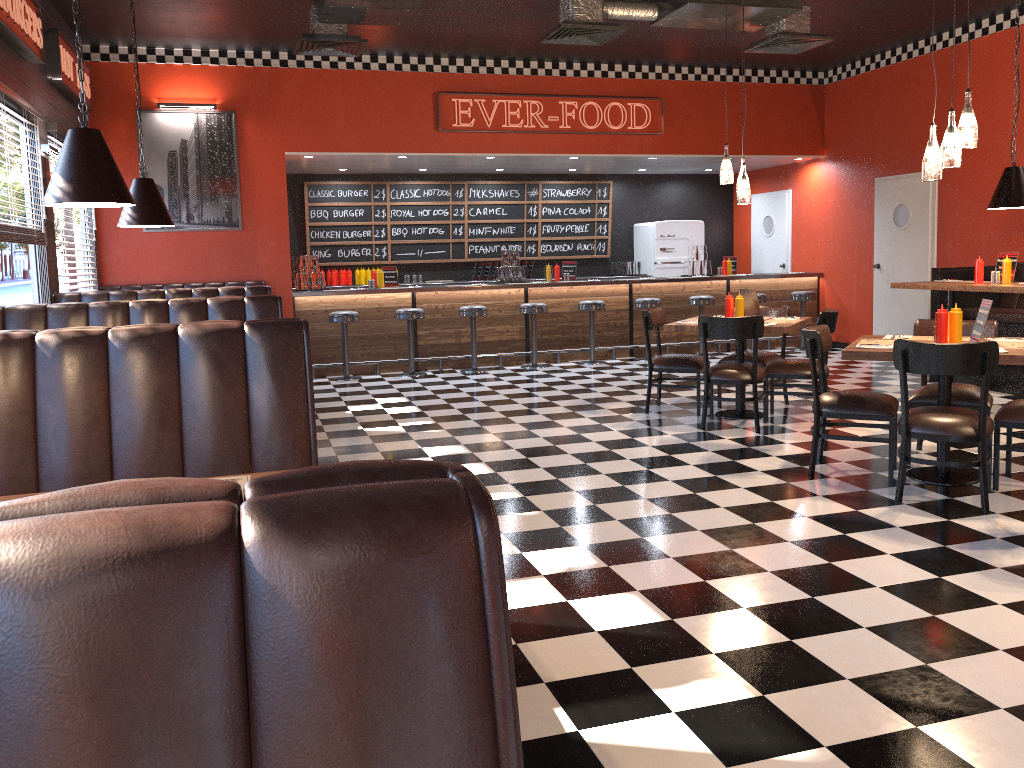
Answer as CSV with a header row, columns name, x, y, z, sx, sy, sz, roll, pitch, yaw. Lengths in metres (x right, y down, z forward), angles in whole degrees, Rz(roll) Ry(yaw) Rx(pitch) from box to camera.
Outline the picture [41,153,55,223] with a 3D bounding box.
name,x,y,z,sx,sy,sz,roll,pitch,yaw
picture,-3.740,-1.570,7.123,0.012,0.534,0.352,-3,7,-16

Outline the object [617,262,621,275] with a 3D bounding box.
name,x,y,z,sx,sy,sz,roll,pitch,yaw
object,1.643,-1.747,13.439,0.105,0.208,0.106,2,7,28

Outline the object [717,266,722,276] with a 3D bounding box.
name,x,y,z,sx,sy,sz,roll,pitch,yaw
object,2.854,-1.554,12.140,0.094,0.135,0.047,-4,7,-21

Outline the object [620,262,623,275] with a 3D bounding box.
name,x,y,z,sx,sy,sz,roll,pitch,yaw
object,1.662,-1.717,13.231,0.105,0.208,0.106,2,7,28

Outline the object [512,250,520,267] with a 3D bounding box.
name,x,y,z,sx,sy,sz,roll,pitch,yaw
object,0.051,-1.600,11.270,0.105,0.208,0.106,2,7,28

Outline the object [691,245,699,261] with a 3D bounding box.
name,x,y,z,sx,sy,sz,roll,pitch,yaw
object,2.482,-1.773,12.002,0.105,0.208,0.106,2,7,28

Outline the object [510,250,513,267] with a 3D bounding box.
name,x,y,z,sx,sy,sz,roll,pitch,yaw
object,0.013,-1.614,11.375,0.105,0.208,0.106,2,7,28

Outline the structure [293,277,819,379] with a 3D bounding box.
name,x,y,z,sx,sy,sz,roll,pitch,yaw
structure,0.878,-0.718,11.161,7.045,1.035,0.216,-4,6,-16

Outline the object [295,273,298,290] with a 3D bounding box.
name,x,y,z,sx,sy,sz,roll,pitch,yaw
object,-2.553,-1.228,10.646,0.105,0.208,0.106,-5,7,-31

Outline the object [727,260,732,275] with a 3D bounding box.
name,x,y,z,sx,sy,sz,roll,pitch,yaw
object,2.966,-1.605,12.108,0.068,0.237,0.068,4,8,42

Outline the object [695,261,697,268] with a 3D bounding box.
name,x,y,z,sx,sy,sz,roll,pitch,yaw
object,2.508,-1.583,12.131,0.105,0.208,0.106,2,7,28

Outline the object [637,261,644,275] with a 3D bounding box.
name,x,y,z,sx,sy,sz,roll,pitch,yaw
object,1.920,-1.718,13.191,0.105,0.208,0.106,2,7,28

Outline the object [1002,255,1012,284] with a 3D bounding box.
name,x,y,z,sx,sy,sz,roll,pitch,yaw
object,4.156,-0.962,7.441,0.068,0.237,0.068,-7,8,-41

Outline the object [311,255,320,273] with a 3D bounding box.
name,x,y,z,sx,sy,sz,roll,pitch,yaw
object,-2.349,-1.431,10.560,0.105,0.208,0.106,-5,7,-31

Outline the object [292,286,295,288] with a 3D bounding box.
name,x,y,z,sx,sy,sz,roll,pitch,yaw
object,-2.931,-1.327,12.072,0.273,0.018,0.439,-4,9,-16

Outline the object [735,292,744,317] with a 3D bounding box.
name,x,y,z,sx,sy,sz,roll,pitch,yaw
object,1.801,-0.608,7.013,0.068,0.237,0.068,-2,6,-2

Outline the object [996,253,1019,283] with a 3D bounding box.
name,x,y,z,sx,sy,sz,roll,pitch,yaw
object,4.250,-1.001,7.626,0.072,0.256,0.189,-4,7,-25

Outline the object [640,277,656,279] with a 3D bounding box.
name,x,y,z,sx,sy,sz,roll,pitch,yaw
object,1.764,-1.381,11.554,0.157,0.019,0.256,-4,9,-16

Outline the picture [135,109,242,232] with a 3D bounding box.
name,x,y,z,sx,sy,sz,roll,pitch,yaw
picture,-3.509,-2.319,9.650,1.024,1.295,0.016,-4,6,-16

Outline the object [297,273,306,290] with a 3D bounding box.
name,x,y,z,sx,sy,sz,roll,pitch,yaw
object,-2.508,-1.214,10.544,0.105,0.208,0.106,-5,7,-31

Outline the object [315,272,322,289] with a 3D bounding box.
name,x,y,z,sx,sy,sz,roll,pitch,yaw
object,-2.326,-1.242,10.701,0.105,0.208,0.106,-5,7,-31

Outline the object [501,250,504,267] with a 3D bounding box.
name,x,y,z,sx,sy,sz,roll,pitch,yaw
object,-0.096,-1.605,11.333,0.105,0.208,0.106,2,7,28

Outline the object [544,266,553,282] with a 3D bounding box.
name,x,y,z,sx,sy,sz,roll,pitch,yaw
object,0.465,-1.400,11.275,0.105,0.208,0.106,2,7,28

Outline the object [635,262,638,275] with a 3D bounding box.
name,x,y,z,sx,sy,sz,roll,pitch,yaw
object,1.880,-1.733,13.299,0.105,0.208,0.106,2,7,28

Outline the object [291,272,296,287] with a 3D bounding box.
name,x,y,z,sx,sy,sz,roll,pitch,yaw
object,-2.967,-1.404,11.942,0.105,0.208,0.106,-5,7,-31

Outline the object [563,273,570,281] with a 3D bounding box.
name,x,y,z,sx,sy,sz,roll,pitch,yaw
object,0.701,-1.388,11.401,0.094,0.135,0.047,3,7,33

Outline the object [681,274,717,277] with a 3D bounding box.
name,x,y,z,sx,sy,sz,roll,pitch,yaw
object,2.547,-1.482,12.100,0.437,0.018,0.274,-4,9,-16

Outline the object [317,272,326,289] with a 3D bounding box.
name,x,y,z,sx,sy,sz,roll,pitch,yaw
object,-2.281,-1.228,10.593,0.105,0.208,0.106,-5,7,-31

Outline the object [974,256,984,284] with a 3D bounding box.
name,x,y,z,sx,sy,sz,roll,pitch,yaw
object,4.015,-0.983,7.613,0.068,0.237,0.068,-7,8,-41

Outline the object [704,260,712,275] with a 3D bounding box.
name,x,y,z,sx,sy,sz,roll,pitch,yaw
object,2.665,-1.576,12.056,0.105,0.208,0.106,2,7,28

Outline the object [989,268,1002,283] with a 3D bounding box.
name,x,y,z,sx,sy,sz,roll,pitch,yaw
object,4.128,-0.926,7.559,0.047,0.135,0.094,-4,7,-25

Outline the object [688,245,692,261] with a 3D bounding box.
name,x,y,z,sx,sy,sz,roll,pitch,yaw
object,2.451,-1.785,12.087,0.105,0.208,0.106,2,7,28

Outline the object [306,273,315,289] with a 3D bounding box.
name,x,y,z,sx,sy,sz,roll,pitch,yaw
object,-2.401,-1.220,10.565,0.105,0.208,0.106,-5,7,-31

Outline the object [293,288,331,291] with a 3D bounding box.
name,x,y,z,sx,sy,sz,roll,pitch,yaw
object,-2.400,-1.133,10.637,0.437,0.018,0.274,-4,9,-16

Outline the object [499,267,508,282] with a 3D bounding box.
name,x,y,z,sx,sy,sz,roll,pitch,yaw
object,-0.109,-1.383,11.254,0.105,0.208,0.106,2,7,28

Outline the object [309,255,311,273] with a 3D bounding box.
name,x,y,z,sx,sy,sz,roll,pitch,yaw
object,-2.386,-1.445,10.665,0.105,0.208,0.106,-5,7,-31

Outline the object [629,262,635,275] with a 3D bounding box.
name,x,y,z,sx,sy,sz,roll,pitch,yaw
object,1.783,-1.716,13.205,0.105,0.208,0.106,2,7,28

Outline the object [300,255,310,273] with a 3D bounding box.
name,x,y,z,sx,sy,sz,roll,pitch,yaw
object,-2.465,-1.424,10.538,0.105,0.208,0.106,-5,7,-31

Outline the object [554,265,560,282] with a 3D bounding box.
name,x,y,z,sx,sy,sz,roll,pitch,yaw
object,0.582,-1.442,11.434,0.068,0.237,0.068,-2,6,-4

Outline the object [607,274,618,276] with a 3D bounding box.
name,x,y,z,sx,sy,sz,roll,pitch,yaw
object,1.687,-1.665,13.529,0.437,0.018,0.274,-4,9,-16

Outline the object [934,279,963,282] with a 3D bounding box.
name,x,y,z,sx,sy,sz,roll,pitch,yaw
object,4.034,-0.962,8.228,0.255,0.019,0.158,-5,9,-20

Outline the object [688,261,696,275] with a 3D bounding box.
name,x,y,z,sx,sy,sz,roll,pitch,yaw
object,2.438,-1.563,12.008,0.105,0.208,0.106,2,7,28

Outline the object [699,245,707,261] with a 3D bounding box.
name,x,y,z,sx,sy,sz,roll,pitch,yaw
object,2.598,-1.779,12.024,0.105,0.208,0.106,2,7,28

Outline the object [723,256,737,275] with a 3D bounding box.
name,x,y,z,sx,sy,sz,roll,pitch,yaw
object,3.010,-1.635,12.242,0.188,0.256,0.072,1,6,18

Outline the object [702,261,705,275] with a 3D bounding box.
name,x,y,z,sx,sy,sz,roll,pitch,yaw
object,2.621,-1.591,12.165,0.105,0.208,0.106,2,7,28

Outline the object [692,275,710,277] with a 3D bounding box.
name,x,y,z,sx,sy,sz,roll,pitch,yaw
object,2.499,-1.434,11.776,0.157,0.019,0.256,-5,9,-21

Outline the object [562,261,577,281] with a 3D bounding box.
name,x,y,z,sx,sy,sz,roll,pitch,yaw
object,0.741,-1.464,11.493,0.188,0.256,0.072,1,6,18

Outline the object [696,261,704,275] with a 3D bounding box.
name,x,y,z,sx,sy,sz,roll,pitch,yaw
object,2.546,-1.569,12.029,0.105,0.208,0.106,2,7,28

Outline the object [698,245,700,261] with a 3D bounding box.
name,x,y,z,sx,sy,sz,roll,pitch,yaw
object,2.560,-1.794,12.129,0.105,0.208,0.106,2,7,28

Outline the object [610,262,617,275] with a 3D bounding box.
name,x,y,z,sx,sy,sz,roll,pitch,yaw
object,1.551,-1.756,13.522,0.105,0.208,0.106,2,7,28

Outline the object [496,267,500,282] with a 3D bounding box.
name,x,y,z,sx,sy,sz,roll,pitch,yaw
object,-0.153,-1.397,11.356,0.105,0.208,0.106,2,7,28

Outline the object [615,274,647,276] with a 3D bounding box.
name,x,y,z,sx,sy,sz,roll,pitch,yaw
object,1.782,-1.626,13.241,0.437,0.018,0.274,-4,9,-16

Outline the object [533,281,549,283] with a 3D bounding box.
name,x,y,z,sx,sy,sz,roll,pitch,yaw
object,0.354,-1.280,11.125,0.157,0.019,0.256,-5,9,-21

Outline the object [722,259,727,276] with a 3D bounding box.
name,x,y,z,sx,sy,sz,roll,pitch,yaw
object,2.895,-1.594,12.048,0.068,0.237,0.068,0,6,14

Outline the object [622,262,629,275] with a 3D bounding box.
name,x,y,z,sx,sy,sz,roll,pitch,yaw
object,1.682,-1.702,13.124,0.105,0.208,0.106,2,7,28

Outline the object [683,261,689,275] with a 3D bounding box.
name,x,y,z,sx,sy,sz,roll,pitch,yaw
object,2.394,-1.576,12.110,0.105,0.208,0.106,2,7,28

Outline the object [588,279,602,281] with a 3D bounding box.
name,x,y,z,sx,sy,sz,roll,pitch,yaw
object,1.055,-1.326,11.306,0.157,0.019,0.256,-2,8,-1

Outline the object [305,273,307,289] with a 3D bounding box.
name,x,y,z,sx,sy,sz,roll,pitch,yaw
object,-2.439,-1.234,10.667,0.105,0.208,0.106,-5,7,-31

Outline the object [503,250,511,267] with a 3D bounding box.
name,x,y,z,sx,sy,sz,roll,pitch,yaw
object,-0.065,-1.593,11.248,0.105,0.208,0.106,2,7,28
